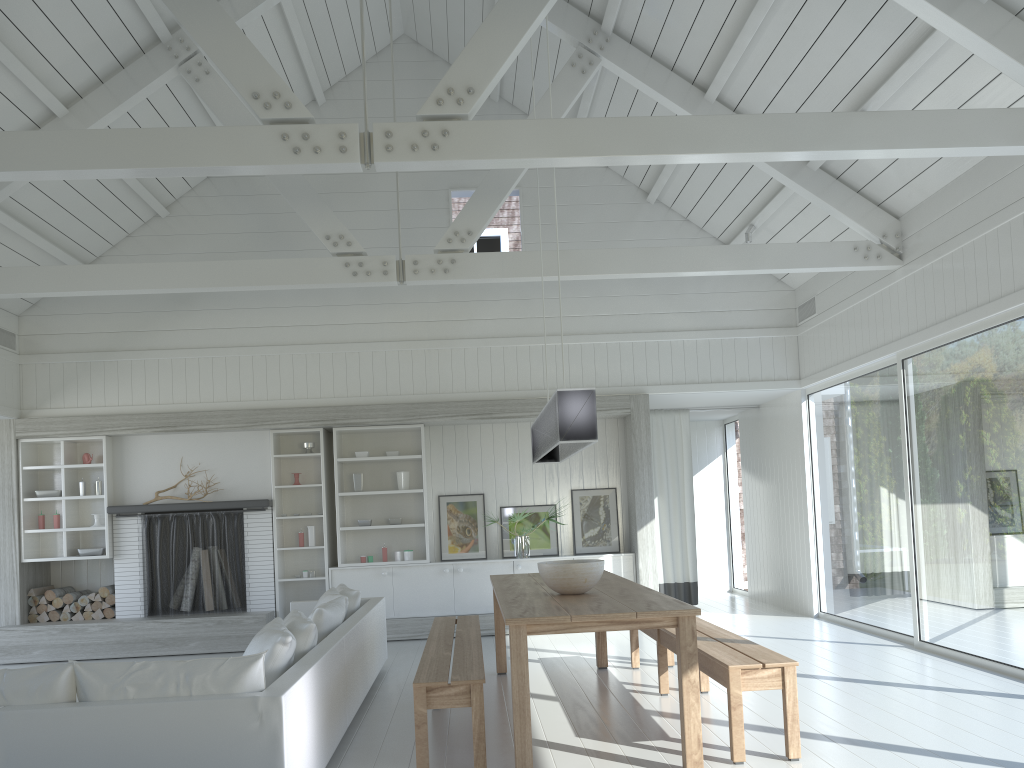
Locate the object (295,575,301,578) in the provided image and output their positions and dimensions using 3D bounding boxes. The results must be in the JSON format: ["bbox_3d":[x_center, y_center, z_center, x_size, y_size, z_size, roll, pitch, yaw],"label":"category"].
[{"bbox_3d":[-2.235,2.012,9.217,0.054,0.025,0.055,-2,-7,-3],"label":"object"}]

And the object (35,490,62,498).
[{"bbox_3d":[-4.739,1.132,9.040,0.242,0.072,0.244,0,-8,-18],"label":"object"}]

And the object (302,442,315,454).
[{"bbox_3d":[-2.133,0.678,9.242,0.162,0.123,0.162,-6,-7,29],"label":"object"}]

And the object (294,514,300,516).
[{"bbox_3d":[-2.252,1.371,9.222,0.054,0.025,0.055,-2,-7,-3],"label":"object"}]

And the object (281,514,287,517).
[{"bbox_3d":[-2.368,1.368,9.162,0.054,0.025,0.055,-2,-7,-3],"label":"object"}]

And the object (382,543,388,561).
[{"bbox_3d":[-1.338,1.766,9.269,0.054,0.195,0.054,-2,-3,-4],"label":"object"}]

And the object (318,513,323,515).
[{"bbox_3d":[-2.021,1.378,9.343,0.054,0.025,0.055,-2,-7,-3],"label":"object"}]

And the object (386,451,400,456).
[{"bbox_3d":[-1.276,0.761,9.448,0.141,0.066,0.142,-2,-7,-3],"label":"object"}]

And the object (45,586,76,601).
[{"bbox_3d":[-4.700,2.182,9.183,0.110,0.110,0.498,-2,-8,-5],"label":"object"}]

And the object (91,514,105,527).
[{"bbox_3d":[-4.252,1.400,9.035,0.137,0.129,0.138,-1,-6,-16],"label":"object"}]

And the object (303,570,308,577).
[{"bbox_3d":[-2.159,1.985,9.222,0.054,0.071,0.055,-2,-4,-4],"label":"object"}]

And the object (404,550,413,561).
[{"bbox_3d":[-1.085,1.794,9.250,0.085,0.111,0.085,-5,-5,32],"label":"object"}]

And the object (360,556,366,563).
[{"bbox_3d":[-1.560,1.834,9.239,0.054,0.071,0.055,-1,-5,-24],"label":"object"}]

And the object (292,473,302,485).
[{"bbox_3d":[-2.258,1.003,9.251,0.137,0.129,0.137,-7,-7,39],"label":"object"}]

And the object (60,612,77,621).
[{"bbox_3d":[-4.545,2.385,9.190,0.105,0.114,0.521,-2,-8,-4],"label":"object"}]

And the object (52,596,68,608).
[{"bbox_3d":[-4.627,2.257,9.183,0.109,0.109,0.498,-2,-8,-5],"label":"object"}]

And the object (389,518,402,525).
[{"bbox_3d":[-1.243,1.471,9.421,0.141,0.066,0.142,-2,-7,-3],"label":"object"}]

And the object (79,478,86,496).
[{"bbox_3d":[-4.407,1.056,9.044,0.054,0.195,0.054,-3,-3,-2],"label":"object"}]

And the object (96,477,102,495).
[{"bbox_3d":[-4.241,1.049,9.052,0.054,0.195,0.054,-3,-3,-2],"label":"object"}]

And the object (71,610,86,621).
[{"bbox_3d":[-4.416,2.414,9.204,0.134,0.146,0.552,-2,-8,-3],"label":"object"}]

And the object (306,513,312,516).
[{"bbox_3d":[-2.137,1.375,9.282,0.054,0.025,0.055,-2,-7,-3],"label":"object"}]

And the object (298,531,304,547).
[{"bbox_3d":[-2.205,1.605,9.232,0.054,0.195,0.054,-2,-3,-4],"label":"object"}]

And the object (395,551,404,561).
[{"bbox_3d":[-1.182,1.816,9.313,0.092,0.095,0.090,-6,-6,31],"label":"object"}]

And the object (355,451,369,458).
[{"bbox_3d":[-1.577,0.752,9.290,0.141,0.066,0.142,-2,-7,-3],"label":"object"}]

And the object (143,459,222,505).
[{"bbox_3d":[-3.302,0.974,8.961,0.783,0.500,0.460,2,-7,-33],"label":"object"}]

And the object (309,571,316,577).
[{"bbox_3d":[-2.085,1.987,9.224,0.058,0.060,0.058,-2,-5,-4],"label":"object"}]

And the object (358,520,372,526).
[{"bbox_3d":[-1.545,1.462,9.264,0.141,0.066,0.142,-2,-7,-3],"label":"object"}]

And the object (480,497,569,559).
[{"bbox_3d":[0.157,1.498,9.162,0.971,0.626,0.626,-2,-5,-5],"label":"object"}]

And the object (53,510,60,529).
[{"bbox_3d":[-4.657,1.383,9.019,0.054,0.195,0.054,-3,-3,-2],"label":"object"}]

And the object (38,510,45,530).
[{"bbox_3d":[-4.809,1.389,9.011,0.054,0.195,0.054,-3,-3,-2],"label":"object"}]

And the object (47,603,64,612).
[{"bbox_3d":[-4.686,2.305,9.171,0.080,0.079,0.482,-2,-8,-5],"label":"object"}]

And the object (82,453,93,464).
[{"bbox_3d":[-4.357,0.769,9.048,0.232,0.126,0.059,-9,-6,41],"label":"object"}]

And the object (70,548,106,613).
[{"bbox_3d":[-4.388,2.032,9.168,0.341,0.640,0.617,-1,-5,-18],"label":"object"}]

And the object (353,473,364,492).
[{"bbox_3d":[-1.614,1.043,9.277,0.102,0.196,0.103,-2,-3,-3],"label":"object"}]

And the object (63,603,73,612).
[{"bbox_3d":[-4.534,2.311,9.172,0.080,0.079,0.482,-2,-8,-5],"label":"object"}]

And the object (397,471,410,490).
[{"bbox_3d":[-1.146,1.025,9.301,0.103,0.196,0.103,-6,-5,42],"label":"object"}]

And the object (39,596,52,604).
[{"bbox_3d":[-4.770,2.225,9.164,0.080,0.079,0.482,-2,-8,-5],"label":"object"}]

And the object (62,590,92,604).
[{"bbox_3d":[-4.525,2.219,9.189,0.109,0.109,0.498,-2,-8,-5],"label":"object"}]

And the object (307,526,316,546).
[{"bbox_3d":[-2.099,1.593,9.236,0.072,0.210,0.071,-2,-3,-4],"label":"object"}]

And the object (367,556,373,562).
[{"bbox_3d":[-1.492,1.840,9.269,0.058,0.060,0.058,0,-6,-25],"label":"object"}]
